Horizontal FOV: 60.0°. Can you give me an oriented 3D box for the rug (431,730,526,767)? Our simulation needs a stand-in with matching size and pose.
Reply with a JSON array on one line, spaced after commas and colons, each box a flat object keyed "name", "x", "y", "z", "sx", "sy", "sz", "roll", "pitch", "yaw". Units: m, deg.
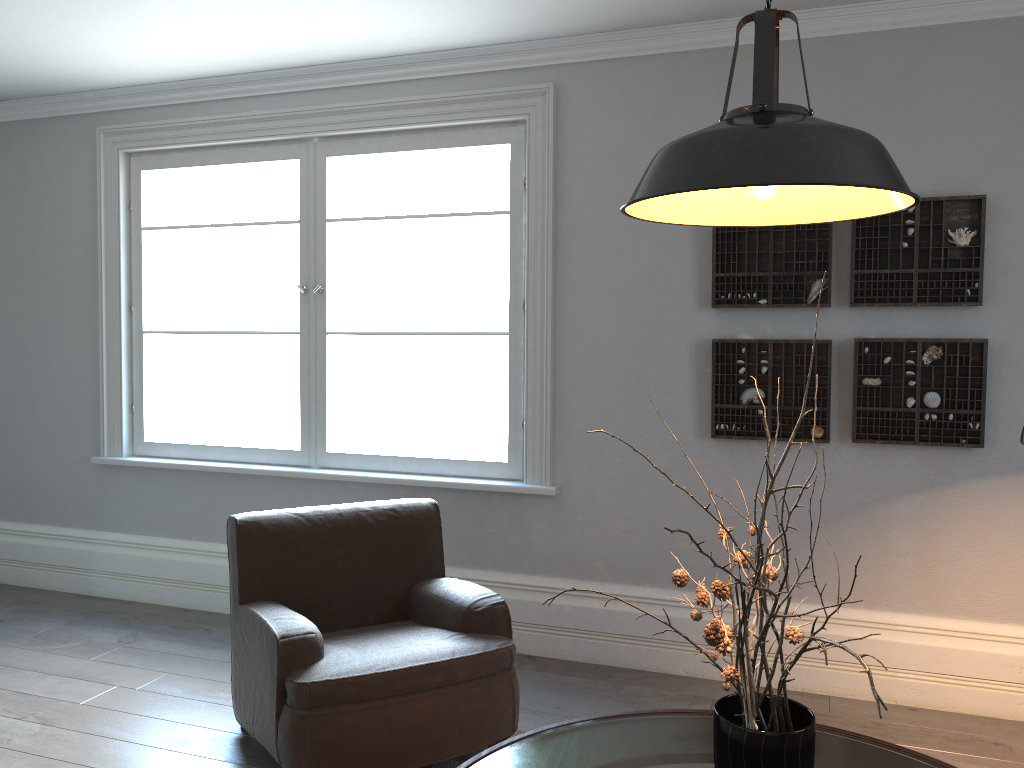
[{"name": "rug", "x": 0.459, "y": 1.310, "z": 1.597, "sx": 2.400, "sy": 0.090, "sz": 2.819, "roll": 1, "pitch": 3, "yaw": 20}]

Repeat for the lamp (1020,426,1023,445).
[{"name": "lamp", "x": 2.136, "y": 0.505, "z": 2.566, "sx": 1.864, "sy": 1.644, "sz": 0.797, "roll": -1, "pitch": 3, "yaw": -32}]

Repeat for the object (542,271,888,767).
[{"name": "object", "x": 0.345, "y": 0.337, "z": 1.518, "sx": 0.525, "sy": 1.065, "sz": 0.853, "roll": 0, "pitch": 3, "yaw": -9}]

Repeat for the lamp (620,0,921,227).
[{"name": "lamp", "x": 0.448, "y": -0.845, "z": 1.541, "sx": 0.504, "sy": 1.075, "sz": 0.504, "roll": -1, "pitch": 3, "yaw": -22}]

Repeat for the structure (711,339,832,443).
[{"name": "structure", "x": 1.056, "y": 0.024, "z": 3.625, "sx": 0.468, "sy": 0.416, "sz": 0.086, "roll": 1, "pitch": 3, "yaw": 20}]

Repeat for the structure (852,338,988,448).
[{"name": "structure", "x": 1.572, "y": 0.029, "z": 3.437, "sx": 0.468, "sy": 0.416, "sz": 0.086, "roll": 1, "pitch": 3, "yaw": 20}]

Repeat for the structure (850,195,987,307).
[{"name": "structure", "x": 1.554, "y": -0.507, "z": 3.412, "sx": 0.468, "sy": 0.416, "sz": 0.105, "roll": 1, "pitch": 3, "yaw": 20}]

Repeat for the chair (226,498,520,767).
[{"name": "chair", "x": -0.486, "y": 0.878, "z": 3.071, "sx": 0.807, "sy": 0.795, "sz": 0.970, "roll": -1, "pitch": 3, "yaw": -29}]

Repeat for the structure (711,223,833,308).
[{"name": "structure", "x": 1.058, "y": -0.519, "z": 3.617, "sx": 0.468, "sy": 0.416, "sz": 0.099, "roll": 1, "pitch": 3, "yaw": 20}]

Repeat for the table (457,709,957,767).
[{"name": "table", "x": 0.436, "y": 1.114, "z": 1.629, "sx": 1.300, "sy": 0.503, "sz": 1.300, "roll": 1, "pitch": 3, "yaw": 13}]
